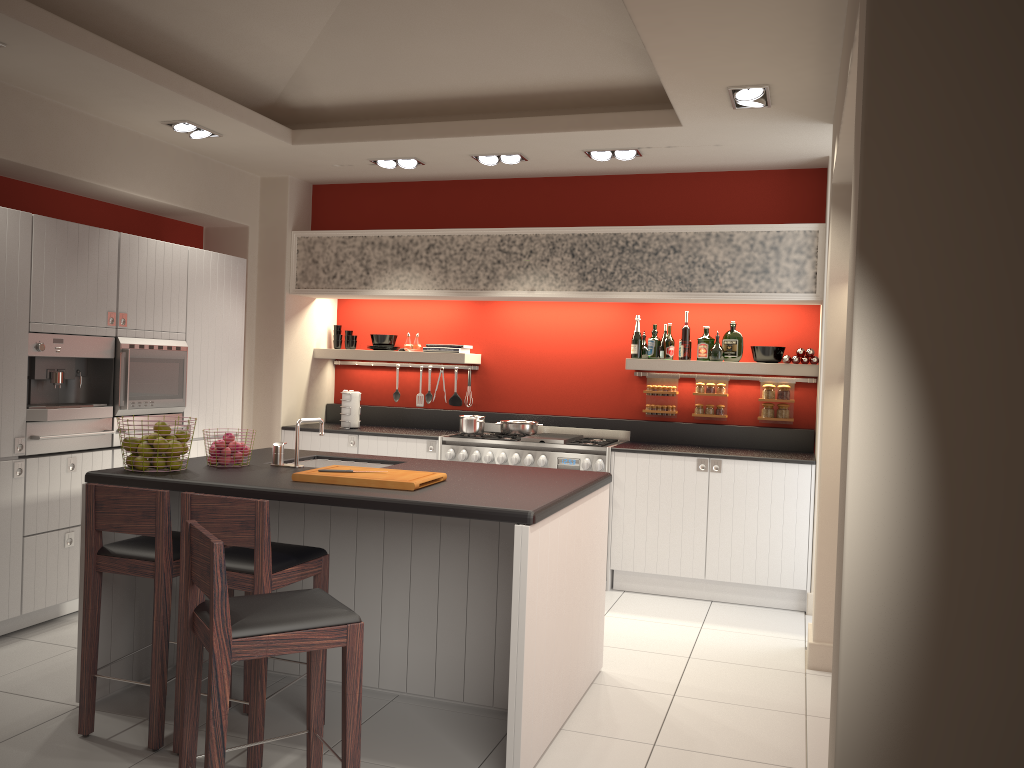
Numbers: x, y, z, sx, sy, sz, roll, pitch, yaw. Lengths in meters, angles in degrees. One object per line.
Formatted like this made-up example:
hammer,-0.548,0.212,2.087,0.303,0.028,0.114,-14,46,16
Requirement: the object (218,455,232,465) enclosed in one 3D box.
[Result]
object,-1.373,0.360,4.237,0.062,0.057,0.061,2,1,18

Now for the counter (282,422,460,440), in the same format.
counter,-1.080,0.375,7.174,1.360,0.026,0.699,2,1,18

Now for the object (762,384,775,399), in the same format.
object,1.910,0.062,6.596,0.093,0.120,0.094,3,1,39

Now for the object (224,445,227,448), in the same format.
object,-1.387,0.298,4.245,0.041,0.039,0.041,3,1,34

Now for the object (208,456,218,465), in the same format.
object,-1.434,0.363,4.252,0.050,0.049,0.049,2,1,-16

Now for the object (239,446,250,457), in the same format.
object,-1.301,0.328,4.316,0.055,0.056,0.055,3,1,28

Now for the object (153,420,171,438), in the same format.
object,-1.589,0.205,4.030,0.078,0.080,0.078,2,1,18

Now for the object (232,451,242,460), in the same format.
object,-1.319,0.343,4.260,0.046,0.043,0.046,1,1,-32

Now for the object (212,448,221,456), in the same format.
object,-1.403,0.324,4.214,0.041,0.041,0.040,1,1,-35

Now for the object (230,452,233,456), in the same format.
object,-1.374,0.326,4.320,0.055,0.056,0.055,3,1,28

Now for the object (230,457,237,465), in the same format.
object,-1.349,0.371,4.284,0.040,0.039,0.039,2,1,-23

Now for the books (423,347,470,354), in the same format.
books,-0.537,-0.277,7.277,0.331,0.042,0.207,3,1,23

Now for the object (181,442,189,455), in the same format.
object,-1.505,0.295,4.043,0.057,0.057,0.055,2,1,10

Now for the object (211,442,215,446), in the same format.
object,-1.431,0.302,4.295,0.049,0.049,0.048,3,1,26

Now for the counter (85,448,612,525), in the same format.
counter,-0.675,0.441,4.213,2.054,0.050,1.415,2,1,18

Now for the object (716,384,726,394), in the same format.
object,1.582,0.041,6.707,0.068,0.088,0.068,3,1,39

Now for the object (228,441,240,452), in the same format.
object,-1.330,0.300,4.245,0.051,0.055,0.056,3,1,32

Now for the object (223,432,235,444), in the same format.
object,-1.362,0.261,4.263,0.056,0.058,0.056,2,1,-27

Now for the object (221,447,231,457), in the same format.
object,-1.358,0.322,4.208,0.048,0.046,0.048,2,1,-23

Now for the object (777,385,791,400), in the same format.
object,2.012,0.067,6.563,0.093,0.120,0.094,3,1,39

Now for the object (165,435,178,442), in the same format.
object,-1.548,0.258,4.026,0.056,0.054,0.057,2,1,-11

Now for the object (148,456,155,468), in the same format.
object,-1.629,0.355,4.031,0.055,0.054,0.053,2,1,22

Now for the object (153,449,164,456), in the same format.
object,-1.633,0.312,4.080,0.064,0.060,0.064,2,1,13

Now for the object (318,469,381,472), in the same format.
object,-0.698,0.383,3.900,0.302,0.010,0.035,2,1,-11

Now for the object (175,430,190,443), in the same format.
object,-1.512,0.242,4.068,0.067,0.064,0.067,2,1,19

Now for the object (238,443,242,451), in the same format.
object,-1.329,0.306,4.300,0.041,0.044,0.045,2,1,-12

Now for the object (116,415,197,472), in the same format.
object,-1.607,0.268,4.009,0.341,0.232,0.341,1,1,-39

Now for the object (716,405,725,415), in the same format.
object,1.576,0.201,6.710,0.068,0.088,0.068,3,1,39

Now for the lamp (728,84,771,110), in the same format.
lamp,1.239,-1.505,4.608,0.199,0.090,0.361,2,1,18

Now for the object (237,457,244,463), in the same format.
object,-1.340,0.365,4.345,0.050,0.049,0.049,2,1,-16

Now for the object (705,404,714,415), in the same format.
object,1.502,0.198,6.734,0.068,0.088,0.068,3,1,39

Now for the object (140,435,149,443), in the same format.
object,-1.659,0.263,4.029,0.057,0.061,0.062,3,1,33

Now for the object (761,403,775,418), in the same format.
object,1.905,0.199,6.598,0.093,0.120,0.094,3,1,39

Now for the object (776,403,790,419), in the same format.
object,2.007,0.203,6.565,0.093,0.120,0.094,3,1,39

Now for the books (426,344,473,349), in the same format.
books,-0.514,-0.310,7.292,0.332,0.026,0.207,2,1,19

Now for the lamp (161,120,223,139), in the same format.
lamp,-2.047,-1.636,5.683,0.199,0.084,0.361,2,1,18

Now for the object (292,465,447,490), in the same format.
object,-0.619,0.408,3.898,0.570,0.033,0.372,2,1,16

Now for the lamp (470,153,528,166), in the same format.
lamp,-0.087,-1.583,6.148,0.361,0.104,0.199,2,1,18

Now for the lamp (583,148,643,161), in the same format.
lamp,0.674,-1.550,5.899,0.361,0.103,0.199,2,1,18

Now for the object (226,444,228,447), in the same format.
object,-1.387,0.291,4.298,0.041,0.044,0.045,2,1,-12

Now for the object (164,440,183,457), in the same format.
object,-1.522,0.293,3.986,0.082,0.082,0.082,2,1,-15

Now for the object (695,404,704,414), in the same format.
object,1.428,0.194,6.758,0.068,0.088,0.068,3,1,39

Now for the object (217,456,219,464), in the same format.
object,-1.403,0.364,4.286,0.050,0.049,0.049,2,1,-16

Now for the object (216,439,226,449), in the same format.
object,-1.383,0.287,4.204,0.048,0.046,0.048,2,1,-26

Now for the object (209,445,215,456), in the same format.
object,-1.423,0.321,4.252,0.059,0.059,0.060,3,1,30

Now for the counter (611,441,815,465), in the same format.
counter,1.448,0.485,6.347,1.360,0.026,0.699,2,1,18

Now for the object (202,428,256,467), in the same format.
object,-1.366,0.306,4.284,0.248,0.168,0.248,2,1,6

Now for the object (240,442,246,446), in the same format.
object,-1.334,0.311,4.351,0.056,0.050,0.055,1,1,-34

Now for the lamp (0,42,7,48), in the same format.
lamp,-2.565,-1.634,4.099,0.199,0.103,0.361,2,1,18

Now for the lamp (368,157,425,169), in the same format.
lamp,-0.829,-1.614,6.391,0.361,0.109,0.199,2,1,18
